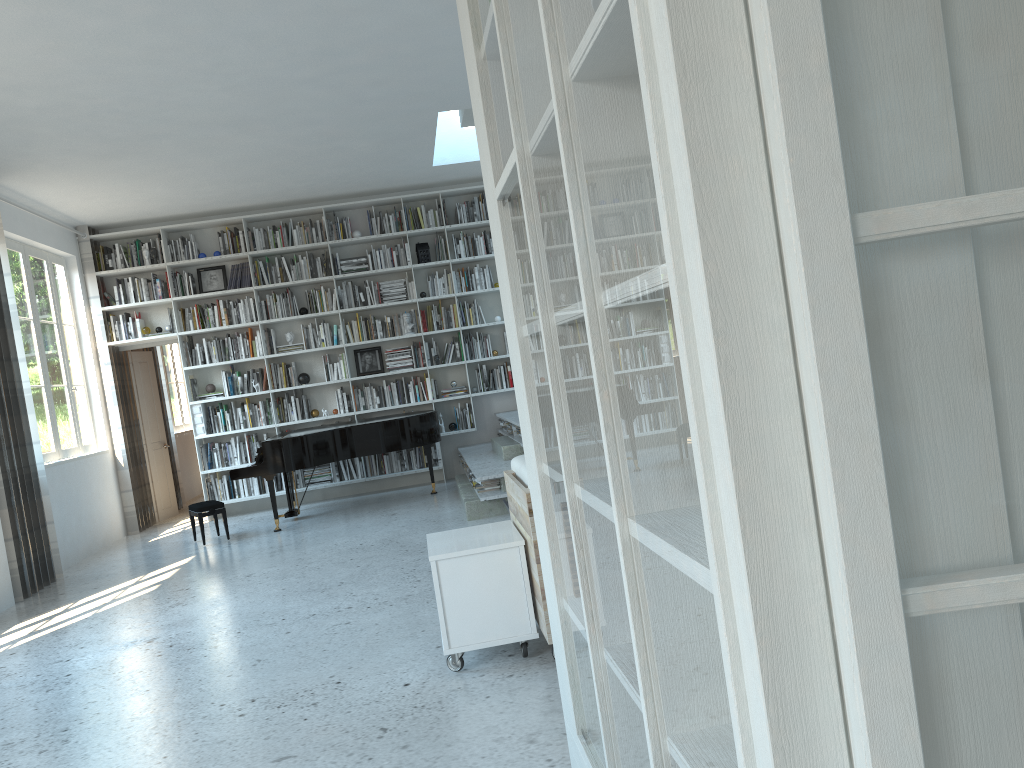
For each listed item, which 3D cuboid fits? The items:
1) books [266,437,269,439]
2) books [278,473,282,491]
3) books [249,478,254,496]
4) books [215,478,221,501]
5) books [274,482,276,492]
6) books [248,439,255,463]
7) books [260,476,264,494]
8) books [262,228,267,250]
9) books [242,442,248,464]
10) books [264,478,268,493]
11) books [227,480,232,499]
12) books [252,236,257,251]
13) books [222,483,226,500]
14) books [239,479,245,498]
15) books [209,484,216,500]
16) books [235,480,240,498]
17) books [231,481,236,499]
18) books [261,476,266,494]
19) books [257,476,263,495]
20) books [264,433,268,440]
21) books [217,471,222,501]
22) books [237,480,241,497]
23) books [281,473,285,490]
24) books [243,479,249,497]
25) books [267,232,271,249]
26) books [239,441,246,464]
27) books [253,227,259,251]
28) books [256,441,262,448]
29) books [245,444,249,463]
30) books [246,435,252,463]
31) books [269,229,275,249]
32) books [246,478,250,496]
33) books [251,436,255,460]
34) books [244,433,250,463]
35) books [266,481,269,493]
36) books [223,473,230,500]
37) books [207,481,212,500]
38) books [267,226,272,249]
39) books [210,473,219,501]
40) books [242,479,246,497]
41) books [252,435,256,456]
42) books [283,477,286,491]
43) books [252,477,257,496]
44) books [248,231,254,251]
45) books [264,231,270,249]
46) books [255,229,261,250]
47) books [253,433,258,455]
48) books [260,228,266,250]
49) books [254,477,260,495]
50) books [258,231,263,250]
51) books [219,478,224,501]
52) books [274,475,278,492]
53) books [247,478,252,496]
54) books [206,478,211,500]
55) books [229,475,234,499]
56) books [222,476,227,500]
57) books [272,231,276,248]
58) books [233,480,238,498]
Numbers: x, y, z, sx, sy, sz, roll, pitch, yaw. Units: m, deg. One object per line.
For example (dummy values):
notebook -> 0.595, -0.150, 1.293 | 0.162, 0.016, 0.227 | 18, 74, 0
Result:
books -> -2.620, 0.697, 9.574 | 0.011, 0.240, 0.174 | -9, 2, -6
books -> -2.518, 1.026, 9.621 | 0.065, 0.256, 0.155 | -9, 2, -6
books -> -2.793, 1.088, 9.570 | 0.021, 0.218, 0.190 | -9, 2, -6
books -> -3.145, 1.127, 9.545 | 0.024, 0.246, 0.143 | -9, 2, -6
books -> -2.573, 1.015, 9.594 | 0.021, 0.296, 0.188 | -9, 2, -6
books -> -2.802, 0.716, 9.583 | 0.029, 0.254, 0.153 | -9, 2, -6
books -> -2.704, 1.027, 9.602 | 0.013, 0.310, 0.130 | -9, 2, -6
books -> -2.646, -1.539, 9.536 | 0.012, 0.250, 0.174 | -9, 2, -6
books -> -2.865, 0.741, 9.571 | 0.028, 0.225, 0.134 | -9, 2, -6
books -> -2.656, 1.063, 9.595 | 0.022, 0.225, 0.141 | -9, 2, -6
books -> -3.031, 1.131, 9.560 | 0.022, 0.205, 0.158 | -9, 2, -6
books -> -2.758, -1.488, 9.540 | 0.024, 0.183, 0.133 | -9, 2, -6
books -> -3.086, 1.149, 9.551 | 0.022, 0.186, 0.145 | -9, 2, -6
books -> -2.899, 1.113, 9.555 | 0.030, 0.202, 0.168 | -9, 2, -6
books -> -3.201, 1.165, 9.517 | 0.029, 0.190, 0.176 | -9, 2, -6
books -> -2.950, 1.070, 9.552 | 0.013, 0.300, 0.183 | -9, 2, -6
books -> -2.988, 1.116, 9.558 | 0.022, 0.221, 0.163 | -9, 2, -6
books -> -2.679, 1.072, 9.605 | 0.024, 0.214, 0.137 | -9, 2, -6
books -> -2.714, 1.063, 9.571 | 0.023, 0.244, 0.188 | -9, 2, -6
books -> -2.644, 0.675, 9.598 | 0.025, 0.288, 0.130 | -9, 2, -6
books -> -3.133, 1.089, 9.543 | 0.011, 0.319, 0.157 | -9, 2, -6
books -> -2.930, 1.094, 9.576 | 0.022, 0.246, 0.135 | -9, 2, -6
books -> -2.474, 1.009, 9.627 | 0.027, 0.276, 0.143 | -9, 2, -6
books -> -2.860, 1.074, 9.563 | 0.031, 0.266, 0.186 | -9, 2, -6
books -> -2.601, -1.525, 9.543 | 0.014, 0.207, 0.166 | -9, 2, -6
books -> -2.896, 0.739, 9.572 | 0.031, 0.239, 0.132 | -9, 2, -6
books -> -2.744, -1.539, 9.550 | 0.021, 0.279, 0.140 | -9, 2, -6
books -> -2.708, 0.722, 9.582 | 0.059, 0.216, 0.177 | -9, 2, -6
books -> -2.844, 0.746, 9.573 | 0.013, 0.209, 0.154 | -9, 2, -6
books -> -2.823, 0.699, 9.562 | 0.012, 0.295, 0.176 | -9, 2, -6
books -> -2.577, -1.543, 9.573 | 0.025, 0.235, 0.129 | -9, 2, -6
books -> -2.843, 1.052, 9.583 | 0.014, 0.304, 0.139 | -9, 2, -6
books -> -2.784, 0.699, 9.587 | 0.013, 0.284, 0.139 | -9, 2, -6
books -> -2.837, 0.687, 9.552 | 0.014, 0.325, 0.170 | -9, 2, -6
books -> -2.634, 1.044, 9.595 | 0.027, 0.256, 0.179 | -9, 2, -6
books -> -3.056, 1.104, 9.540 | 0.023, 0.266, 0.177 | -9, 2, -6
books -> -3.232, 1.156, 9.541 | 0.023, 0.216, 0.158 | -9, 2, -6
books -> -2.594, -1.555, 9.545 | 0.010, 0.264, 0.160 | -9, 2, -6
books -> -3.182, 1.109, 9.534 | 0.044, 0.294, 0.181 | -9, 2, -6
books -> -2.881, 1.104, 9.587 | 0.014, 0.211, 0.146 | -9, 2, -6
books -> -2.766, 0.693, 9.577 | 0.022, 0.291, 0.137 | -9, 2, -6
books -> -2.445, 1.028, 9.588 | 0.017, 0.233, 0.212 | -9, 2, -6
books -> -2.768, 1.090, 9.572 | 0.028, 0.206, 0.171 | -9, 2, -6
books -> -2.786, -1.511, 9.521 | 0.029, 0.237, 0.156 | -9, 2, -6
books -> -2.621, -1.521, 9.527 | 0.029, 0.208, 0.178 | -9, 2, -6
books -> -2.714, -1.531, 9.534 | 0.031, 0.255, 0.145 | -9, 2, -6
books -> -2.749, 0.685, 9.574 | 0.013, 0.301, 0.172 | -9, 2, -6
books -> -2.664, -1.537, 9.539 | 0.023, 0.251, 0.170 | -9, 2, -6
books -> -2.736, 1.095, 9.569 | 0.031, 0.188, 0.190 | -9, 2, -6
books -> -2.684, -1.518, 9.534 | 0.023, 0.220, 0.181 | -9, 2, -6
books -> -3.110, 1.132, 9.541 | 0.022, 0.226, 0.154 | -9, 2, -6
books -> -2.557, 1.009, 9.593 | 0.012, 0.304, 0.165 | -9, 2, -6
books -> -2.819, 1.068, 9.567 | 0.025, 0.266, 0.159 | -9, 2, -6
books -> -3.252, 1.140, 9.538 | 0.012, 0.254, 0.161 | -9, 2, -6
books -> -3.014, 1.104, 9.565 | 0.022, 0.252, 0.139 | -9, 2, -6
books -> -3.073, 1.109, 9.533 | 0.013, 0.262, 0.174 | -9, 2, -6
books -> -2.557, -1.536, 9.567 | 0.012, 0.216, 0.150 | -9, 2, -6
books -> -2.968, 1.095, 9.565 | 0.027, 0.257, 0.160 | -9, 2, -6
